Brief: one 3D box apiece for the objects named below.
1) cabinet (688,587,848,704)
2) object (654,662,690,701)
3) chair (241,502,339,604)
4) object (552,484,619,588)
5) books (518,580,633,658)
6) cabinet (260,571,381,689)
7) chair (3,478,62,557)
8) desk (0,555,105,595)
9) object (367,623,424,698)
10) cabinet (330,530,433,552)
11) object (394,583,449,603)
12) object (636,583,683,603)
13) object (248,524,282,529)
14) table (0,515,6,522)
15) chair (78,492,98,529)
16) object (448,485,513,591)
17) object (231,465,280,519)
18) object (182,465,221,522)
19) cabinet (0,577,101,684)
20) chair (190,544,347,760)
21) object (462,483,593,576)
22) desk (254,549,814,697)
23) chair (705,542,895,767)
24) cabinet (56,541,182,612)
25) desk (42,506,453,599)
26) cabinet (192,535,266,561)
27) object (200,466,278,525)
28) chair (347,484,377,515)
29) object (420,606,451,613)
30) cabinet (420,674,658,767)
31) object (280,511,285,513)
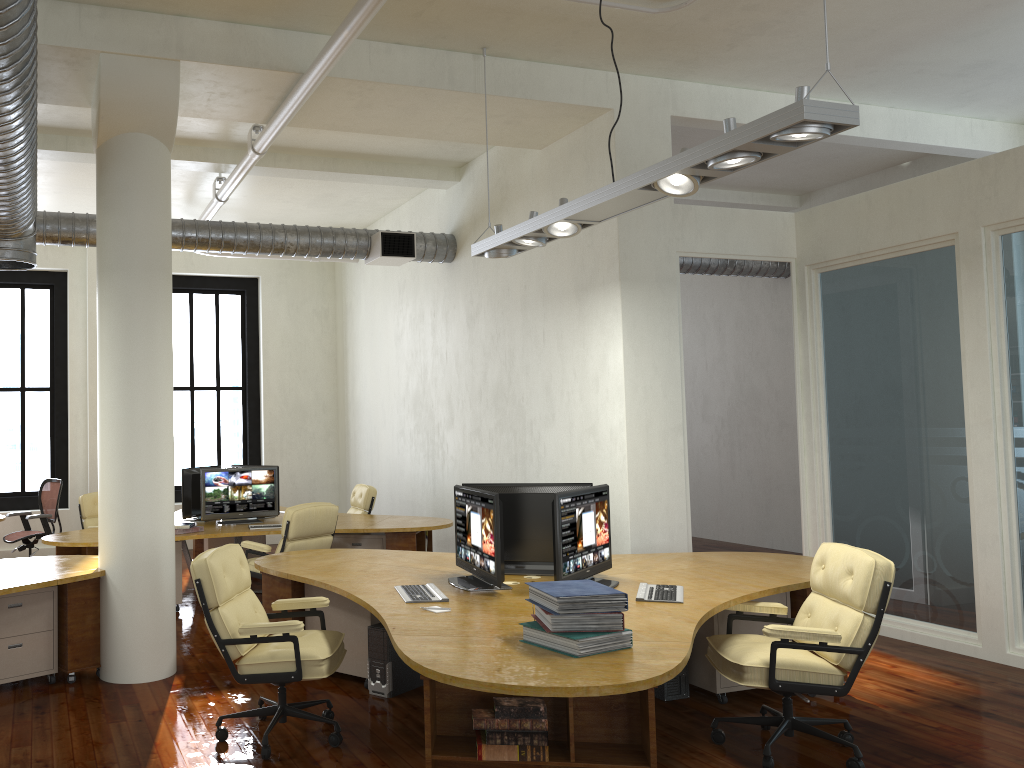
[{"bbox_3d":[1.412,1.537,5.624,0.830,0.709,0.946,0,-3,-24],"label":"cabinet"},{"bbox_3d":[0.861,1.693,5.532,0.168,0.411,0.514,0,-3,-27],"label":"object"},{"bbox_3d":[-1.995,1.559,7.899,0.857,1.021,0.648,-4,-4,36],"label":"chair"},{"bbox_3d":[0.415,0.866,5.011,0.318,0.552,0.736,-3,-3,29],"label":"object"},{"bbox_3d":[0.255,0.972,3.711,0.400,0.227,0.476,-1,-3,-14],"label":"books"},{"bbox_3d":[-1.117,1.615,6.156,0.977,0.709,0.800,-3,-3,36],"label":"cabinet"},{"bbox_3d":[-7.221,1.570,7.276,1.037,1.158,7.190,-3,-3,32],"label":"chair"},{"bbox_3d":[-4.691,1.629,5.306,3.704,0.734,3.675,-2,-3,14],"label":"desk"},{"bbox_3d":[-0.713,1.733,5.681,0.198,0.411,0.434,-4,-4,35],"label":"object"},{"bbox_3d":[-1.287,1.740,8.724,0.931,0.709,0.846,-2,-3,11],"label":"cabinet"},{"bbox_3d":[-0.504,1.147,4.877,0.223,0.016,0.489,-1,-3,-13],"label":"object"},{"bbox_3d":[0.793,1.114,4.740,0.242,0.016,0.449,-2,-3,13],"label":"object"},{"bbox_3d":[-2.261,1.352,8.424,0.460,0.016,0.237,-1,-3,-11],"label":"object"},{"bbox_3d":[-6.383,1.879,9.800,1.507,0.745,1.459,-1,-3,2],"label":"table"},{"bbox_3d":[-4.297,1.692,9.702,0.858,1.021,0.647,-4,-4,41],"label":"chair"},{"bbox_3d":[-0.213,0.885,5.156,0.278,0.552,0.843,-1,-3,-18],"label":"object"},{"bbox_3d":[-2.741,1.143,9.466,0.889,0.552,0.263,-4,-4,41],"label":"object"},{"bbox_3d":[-3.253,1.146,9.309,0.307,0.552,0.763,-2,-3,12],"label":"object"},{"bbox_3d":[-3.383,1.658,6.095,0.974,0.709,0.802,-4,-4,43],"label":"cabinet"},{"bbox_3d":[-1.292,1.397,4.815,0.804,1.021,0.696,-2,-3,6],"label":"chair"},{"bbox_3d":[0.098,0.898,5.563,0.849,0.552,0.276,-2,-3,15],"label":"object"},{"bbox_3d":[-0.210,1.544,5.450,3.850,0.734,3.513,-3,-3,36],"label":"desk"},{"bbox_3d":[1.408,1.324,4.452,0.791,1.021,0.708,-2,-3,1],"label":"chair"},{"bbox_3d":[-3.601,1.762,8.183,0.974,0.709,0.802,-4,-4,41],"label":"cabinet"},{"bbox_3d":[-2.905,1.794,9.530,3.692,0.734,3.689,0,-3,-18],"label":"desk"},{"bbox_3d":[-3.329,1.869,10.548,0.838,0.709,0.939,0,-3,-19],"label":"cabinet"},{"bbox_3d":[-2.722,1.115,8.884,0.747,0.552,0.314,0,-3,-27],"label":"object"},{"bbox_3d":[-1.969,1.664,10.132,0.739,1.021,0.756,-1,-3,-19],"label":"chair"},{"bbox_3d":[-0.384,1.125,4.439,0.101,0.015,0.147,1,-3,-37],"label":"object"},{"bbox_3d":[0.103,1.477,3.794,0.913,0.709,0.864,-2,-3,6],"label":"cabinet"},{"bbox_3d":[-2.368,1.420,9.812,0.207,0.016,0.523,2,-4,-45],"label":"object"}]
